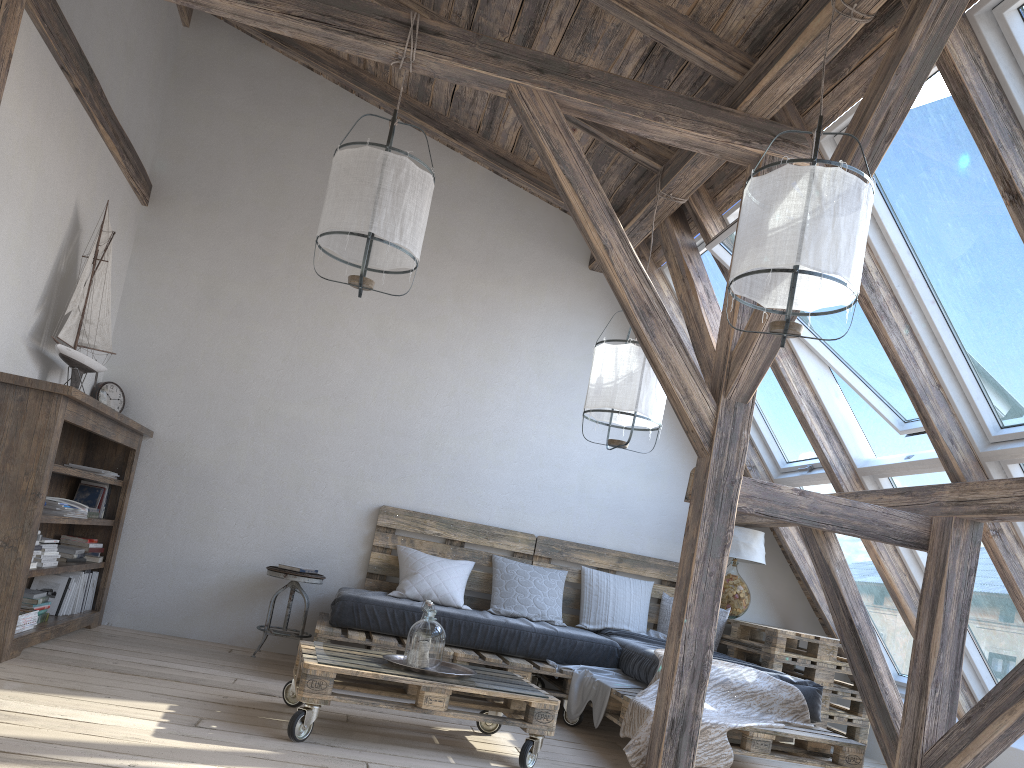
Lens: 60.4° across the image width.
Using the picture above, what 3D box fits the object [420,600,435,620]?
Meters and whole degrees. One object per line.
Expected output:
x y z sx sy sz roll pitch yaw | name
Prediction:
-0.375 1.049 3.721 0.071 0.264 0.155 12 -7 -9 | object

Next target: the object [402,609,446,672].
-0.345 1.033 3.558 0.158 0.244 0.155 17 -9 -41 | object

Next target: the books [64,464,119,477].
-2.331 0.481 4.887 0.205 0.009 0.262 11 -12 -3 | books

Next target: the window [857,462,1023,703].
2.364 1.059 4.377 1.101 1.260 0.864 12 -7 -10 | window

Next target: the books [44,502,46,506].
-2.178 0.507 3.868 0.146 0.020 0.212 9 -12 6 | books

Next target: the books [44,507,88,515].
-2.228 0.617 4.314 0.205 0.009 0.261 12 -12 -8 | books

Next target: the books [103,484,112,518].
-2.397 0.665 5.074 0.137 0.198 0.021 12 -5 -11 | books

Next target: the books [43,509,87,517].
-2.228 0.622 4.299 0.205 0.009 0.262 12 -12 -5 | books

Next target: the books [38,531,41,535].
-2.167 0.638 3.850 0.140 0.018 0.187 12 -12 -9 | books

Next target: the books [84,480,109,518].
-2.397 0.656 5.033 0.136 0.199 0.021 12 -5 -11 | books

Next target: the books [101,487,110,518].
-2.403 0.666 5.052 0.140 0.183 0.020 12 -5 -10 | books

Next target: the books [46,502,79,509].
-2.237 0.582 4.283 0.205 0.009 0.262 11 -12 -3 | books

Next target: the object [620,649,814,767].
0.933 1.505 3.949 0.806 0.467 1.032 7 -11 20 | object

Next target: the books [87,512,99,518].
-2.360 0.695 4.772 0.162 0.030 0.222 12 -12 -6 | books

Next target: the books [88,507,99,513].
-2.349 0.669 4.767 0.150 0.021 0.207 12 -12 -5 | books

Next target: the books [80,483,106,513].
-2.382 0.656 4.955 0.140 0.173 0.059 12 -6 -12 | books

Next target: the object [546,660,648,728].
0.510 1.656 4.646 0.511 0.273 0.712 15 -12 -25 | object

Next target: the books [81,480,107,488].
-2.390 0.650 4.980 0.139 0.189 0.051 12 -5 -11 | books

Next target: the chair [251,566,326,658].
-1.318 1.351 5.172 0.355 0.513 0.358 11 -7 -6 | chair

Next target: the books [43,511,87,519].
-2.228 0.629 4.289 0.205 0.009 0.262 11 -12 -1 | books

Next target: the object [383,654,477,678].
-0.340 1.166 3.631 0.393 0.021 0.403 9 -12 10 | object

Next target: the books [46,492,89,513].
-2.218 0.578 4.340 0.224 0.087 0.262 17 -12 -29 | books

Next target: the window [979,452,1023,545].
2.541 0.904 3.475 1.101 1.260 0.864 12 -7 -10 | window

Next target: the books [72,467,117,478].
-2.332 0.497 4.922 0.206 0.009 0.260 14 -12 -18 | books

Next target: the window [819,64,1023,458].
1.797 -0.465 3.393 1.101 1.260 0.864 12 -7 -10 | window

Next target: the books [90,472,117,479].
-2.330 0.503 4.907 0.206 0.009 0.260 14 -12 -15 | books

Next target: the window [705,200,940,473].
1.665 -0.299 4.303 1.356 1.260 0.864 12 -7 -10 | window

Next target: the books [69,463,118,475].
-2.328 0.476 4.901 0.206 0.009 0.261 13 -12 -13 | books

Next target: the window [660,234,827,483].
1.443 -0.153 5.196 1.101 1.260 0.864 12 -7 -10 | window

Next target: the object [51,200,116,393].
-2.067 -0.391 4.373 0.141 0.978 0.800 11 -7 -4 | object

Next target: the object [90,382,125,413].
-2.355 0.090 5.134 0.082 0.206 0.209 8 -9 26 | object

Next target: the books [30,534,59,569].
-2.239 0.744 4.003 0.207 0.149 0.555 12 -11 -9 | books

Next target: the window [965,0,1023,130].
1.974 -0.620 2.491 1.101 1.260 0.864 12 -7 -10 | window

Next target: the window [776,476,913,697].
2.187 1.215 5.279 1.101 1.260 0.864 12 -7 -10 | window

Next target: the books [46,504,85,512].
-2.228 0.594 4.293 0.205 0.009 0.262 11 -12 -3 | books

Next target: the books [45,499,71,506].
-2.239 0.572 4.278 0.204 0.009 0.262 10 -12 2 | books

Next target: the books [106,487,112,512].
-2.412 0.675 5.100 0.140 0.183 0.020 12 -5 -10 | books

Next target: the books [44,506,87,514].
-2.233 0.600 4.280 0.204 0.009 0.263 9 -12 7 | books

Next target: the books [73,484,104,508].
-2.379 0.651 4.922 0.132 0.170 0.082 12 -6 -9 | books

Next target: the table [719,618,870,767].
1.628 1.858 5.410 0.677 0.691 1.029 12 -10 -9 | table

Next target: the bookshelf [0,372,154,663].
-2.259 0.679 4.384 0.349 1.156 1.644 12 -9 -9 | bookshelf
